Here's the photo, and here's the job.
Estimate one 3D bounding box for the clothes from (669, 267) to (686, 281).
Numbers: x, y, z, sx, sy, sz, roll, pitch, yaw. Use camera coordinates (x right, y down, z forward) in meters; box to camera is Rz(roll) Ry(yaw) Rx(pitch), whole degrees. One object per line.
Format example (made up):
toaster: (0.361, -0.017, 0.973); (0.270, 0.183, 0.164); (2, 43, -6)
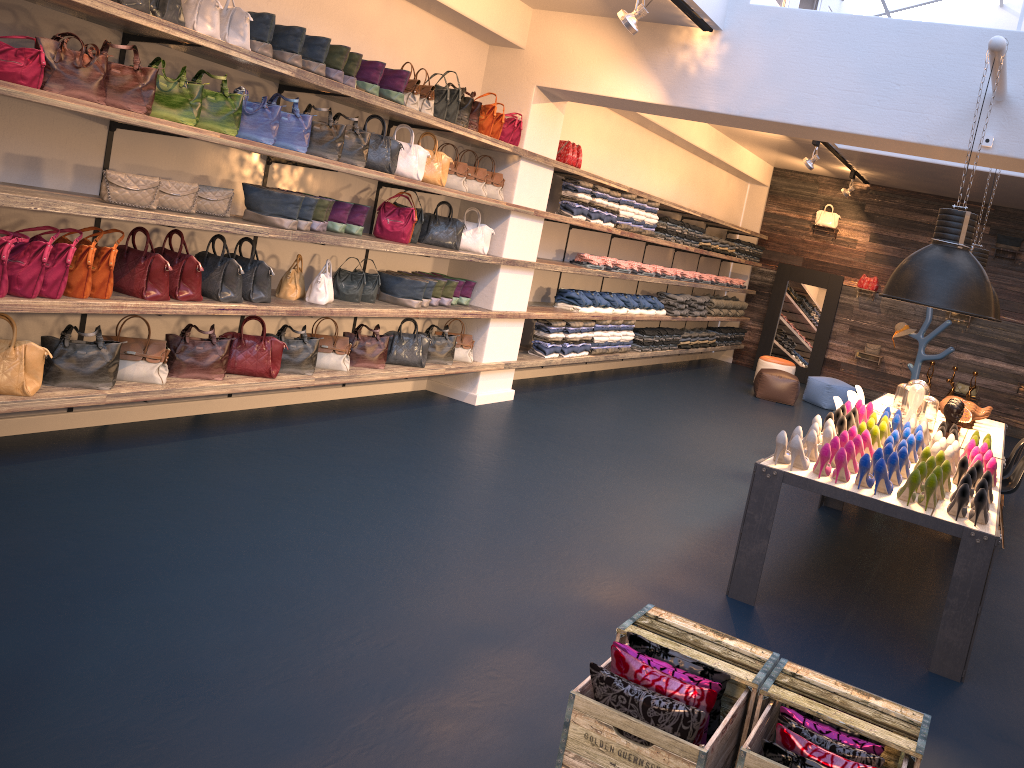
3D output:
clothes: (2.220, -1.517, 11.928); (0.304, 0.153, 0.373); (16, 11, 21)

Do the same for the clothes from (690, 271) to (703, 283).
clothes: (2.616, -1.564, 12.614); (0.304, 0.153, 0.373); (16, 11, 21)

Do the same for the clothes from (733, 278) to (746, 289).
clothes: (3.797, -1.704, 14.660); (0.304, 0.153, 0.373); (16, 11, 21)

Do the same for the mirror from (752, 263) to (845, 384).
mirror: (4.895, -1.027, 14.859); (1.095, 1.900, 0.284); (15, 6, 23)

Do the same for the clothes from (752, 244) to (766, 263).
clothes: (4.078, -2.231, 14.754); (0.330, 0.296, 0.330); (17, 10, 32)

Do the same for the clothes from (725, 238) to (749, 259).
clothes: (3.562, -2.166, 13.838); (0.348, 0.296, 0.350); (17, 10, 29)

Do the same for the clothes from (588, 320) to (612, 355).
clothes: (0.945, -0.565, 9.915); (0.251, 0.451, 0.360); (17, 9, 39)

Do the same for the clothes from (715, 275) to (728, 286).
clothes: (3.211, -1.636, 13.689); (0.343, 0.157, 0.329); (3, 13, -42)

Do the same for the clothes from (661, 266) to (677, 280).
clothes: (2.020, -1.495, 11.627); (0.343, 0.157, 0.329); (3, 13, -42)

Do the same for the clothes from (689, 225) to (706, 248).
clothes: (2.432, -2.036, 11.903); (0.330, 0.296, 0.330); (17, 10, 32)

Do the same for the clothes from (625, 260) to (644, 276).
clothes: (1.436, -1.424, 10.571); (0.304, 0.153, 0.373); (16, 11, 21)

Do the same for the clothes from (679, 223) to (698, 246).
clothes: (2.257, -2.015, 11.598); (0.333, 0.296, 0.326); (16, 9, 26)

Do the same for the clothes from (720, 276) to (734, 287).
clothes: (3.411, -1.658, 13.990); (0.304, 0.153, 0.373); (16, 11, 21)

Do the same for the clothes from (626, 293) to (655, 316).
clothes: (1.574, -1.025, 11.032); (0.395, 0.238, 0.464); (20, 13, 41)

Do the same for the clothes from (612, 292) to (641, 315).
clothes: (1.337, -0.997, 10.620); (0.401, 0.238, 0.457); (17, 11, 26)

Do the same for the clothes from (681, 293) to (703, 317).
clothes: (2.543, -1.136, 12.506); (0.359, 0.299, 0.369); (14, 9, 14)

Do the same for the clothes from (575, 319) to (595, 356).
clothes: (0.735, -0.527, 9.572); (0.238, 0.407, 0.343); (16, 9, 33)

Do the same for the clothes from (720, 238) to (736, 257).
clothes: (3.291, -2.139, 13.512); (0.394, 0.248, 0.369); (16, 10, 23)

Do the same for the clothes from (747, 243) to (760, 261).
clothes: (3.903, -2.210, 14.449); (0.333, 0.296, 0.326); (16, 9, 26)

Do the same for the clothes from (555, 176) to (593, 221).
clothes: (0.642, -1.880, 8.813); (0.238, 0.407, 0.343); (16, 9, 33)

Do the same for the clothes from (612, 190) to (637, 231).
clothes: (1.216, -1.961, 9.786); (0.251, 0.451, 0.360); (17, 9, 39)

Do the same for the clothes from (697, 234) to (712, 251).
clothes: (2.641, -2.062, 12.390); (0.388, 0.248, 0.375); (19, 11, 35)

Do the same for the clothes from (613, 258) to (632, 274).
clothes: (1.236, -1.402, 10.270); (0.343, 0.157, 0.329); (3, 13, -42)

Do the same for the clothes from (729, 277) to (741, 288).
clothes: (3.597, -1.682, 14.359); (0.343, 0.157, 0.329); (3, 13, -42)

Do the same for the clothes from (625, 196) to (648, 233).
clothes: (1.392, -1.982, 10.090); (0.251, 0.451, 0.360); (17, 9, 39)

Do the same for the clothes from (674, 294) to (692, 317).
clothes: (2.315, -1.119, 12.127); (0.376, 0.314, 0.375); (14, 9, 13)

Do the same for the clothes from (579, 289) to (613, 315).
clothes: (0.900, -0.946, 9.866); (0.395, 0.238, 0.464); (20, 13, 41)

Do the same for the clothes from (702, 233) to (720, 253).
clothes: (2.855, -2.087, 12.757); (0.394, 0.248, 0.369); (16, 10, 23)

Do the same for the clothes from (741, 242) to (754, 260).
clothes: (3.728, -2.189, 14.145); (0.352, 0.296, 0.337); (14, 9, 15)

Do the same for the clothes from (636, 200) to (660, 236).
clothes: (1.586, -2.005, 10.426); (0.251, 0.451, 0.360); (17, 9, 39)

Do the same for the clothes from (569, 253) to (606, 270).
clothes: (0.849, -1.357, 9.600); (0.343, 0.157, 0.329); (3, 13, -42)

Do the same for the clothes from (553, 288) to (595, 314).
clothes: (0.663, -0.917, 9.454); (0.401, 0.238, 0.457); (17, 11, 26)

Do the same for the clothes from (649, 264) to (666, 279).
clothes: (1.833, -1.471, 11.259); (0.304, 0.153, 0.373); (16, 11, 21)

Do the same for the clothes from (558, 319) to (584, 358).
clothes: (0.580, -0.499, 9.256); (0.238, 0.407, 0.343); (16, 9, 33)

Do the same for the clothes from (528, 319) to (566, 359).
clothes: (0.371, -0.484, 8.942); (0.238, 0.407, 0.343); (16, 9, 33)

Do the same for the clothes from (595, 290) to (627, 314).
clothes: (1.117, -0.971, 10.239); (0.401, 0.238, 0.457); (17, 11, 26)

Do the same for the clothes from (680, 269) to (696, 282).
clothes: (2.416, -1.542, 12.313); (0.343, 0.157, 0.329); (3, 13, -42)

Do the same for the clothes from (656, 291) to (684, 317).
clothes: (2.119, -1.086, 11.772); (0.359, 0.299, 0.369); (14, 9, 14)

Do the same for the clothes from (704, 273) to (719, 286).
clothes: (3.002, -1.610, 13.283); (0.304, 0.153, 0.373); (16, 11, 21)

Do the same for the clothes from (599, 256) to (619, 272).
clothes: (1.049, -1.378, 9.901); (0.304, 0.153, 0.373); (16, 11, 21)

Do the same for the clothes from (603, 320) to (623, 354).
clothes: (1.121, -0.585, 10.219); (0.251, 0.451, 0.360); (17, 9, 39)

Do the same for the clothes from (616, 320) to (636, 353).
clothes: (1.315, -0.608, 10.555); (0.251, 0.451, 0.360); (17, 9, 39)

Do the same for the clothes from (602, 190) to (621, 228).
clothes: (1.006, -1.923, 9.443); (0.238, 0.407, 0.343); (16, 9, 33)

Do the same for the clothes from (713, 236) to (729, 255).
clothes: (3.077, -2.114, 13.145); (0.388, 0.248, 0.375); (19, 11, 35)

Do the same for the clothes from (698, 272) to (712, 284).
clothes: (2.802, -1.588, 12.982); (0.343, 0.157, 0.329); (3, 13, -42)

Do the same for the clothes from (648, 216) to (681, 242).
clothes: (1.915, -1.971, 10.987); (0.348, 0.296, 0.350); (17, 10, 29)

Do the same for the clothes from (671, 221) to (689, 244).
clothes: (2.082, -1.994, 11.295); (0.352, 0.296, 0.337); (14, 9, 15)

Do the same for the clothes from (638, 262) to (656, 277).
clothes: (1.633, -1.450, 10.958); (0.343, 0.157, 0.329); (3, 13, -42)

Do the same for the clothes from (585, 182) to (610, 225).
clothes: (0.851, -1.895, 9.127); (0.238, 0.407, 0.343); (16, 9, 33)
